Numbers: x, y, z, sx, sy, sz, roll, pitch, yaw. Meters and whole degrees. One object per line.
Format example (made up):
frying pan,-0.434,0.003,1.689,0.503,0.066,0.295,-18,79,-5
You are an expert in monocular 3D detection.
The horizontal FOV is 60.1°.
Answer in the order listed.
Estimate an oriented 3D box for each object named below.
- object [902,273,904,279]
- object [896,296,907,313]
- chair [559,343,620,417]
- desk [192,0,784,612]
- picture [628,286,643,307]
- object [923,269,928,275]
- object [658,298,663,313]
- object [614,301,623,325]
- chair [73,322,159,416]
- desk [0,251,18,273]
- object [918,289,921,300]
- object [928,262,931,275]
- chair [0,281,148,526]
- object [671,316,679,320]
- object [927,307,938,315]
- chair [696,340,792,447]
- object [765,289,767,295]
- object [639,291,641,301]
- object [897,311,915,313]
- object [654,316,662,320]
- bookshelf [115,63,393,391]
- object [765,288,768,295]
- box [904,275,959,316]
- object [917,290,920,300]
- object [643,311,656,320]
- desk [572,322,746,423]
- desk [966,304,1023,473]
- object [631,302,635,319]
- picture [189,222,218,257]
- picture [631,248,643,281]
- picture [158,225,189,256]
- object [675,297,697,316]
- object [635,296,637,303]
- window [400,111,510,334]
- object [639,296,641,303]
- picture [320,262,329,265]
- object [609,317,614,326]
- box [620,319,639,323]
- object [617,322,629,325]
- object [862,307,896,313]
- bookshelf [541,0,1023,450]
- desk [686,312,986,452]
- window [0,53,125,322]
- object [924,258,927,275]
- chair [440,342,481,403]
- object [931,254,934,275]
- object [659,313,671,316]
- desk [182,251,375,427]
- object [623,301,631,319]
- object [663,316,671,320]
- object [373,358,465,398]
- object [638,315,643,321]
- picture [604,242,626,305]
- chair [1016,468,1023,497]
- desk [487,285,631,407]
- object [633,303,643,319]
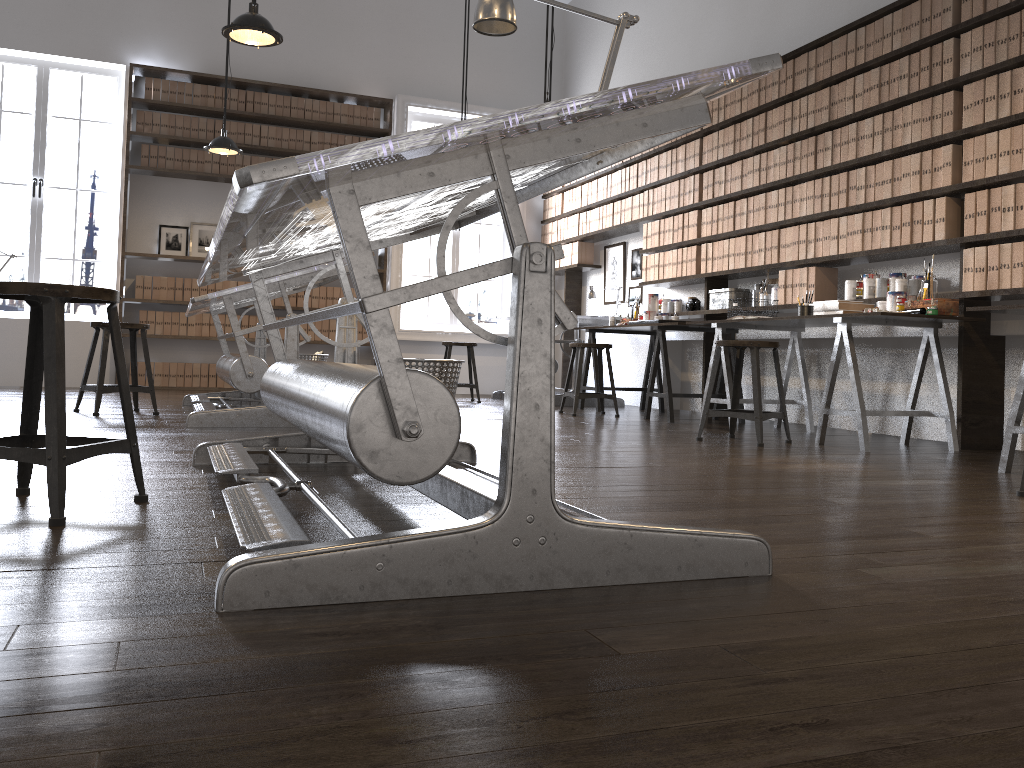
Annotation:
object,2.160,-0.542,4.878,0.029,0.135,0.004,2,-2,-25
object,1.989,-0.392,4.522,0.049,0.112,0.049,2,-1,-17
chair,0.566,-0.029,6.436,0.358,0.528,0.371,2,0,-13
desk,-0.227,-0.378,2.319,1.076,1.388,2.069,2,1,-21
picture,1.130,-0.801,8.093,0.023,0.183,0.251,2,0,-21
object,2.068,-0.500,4.417,0.038,0.153,0.008,1,-2,28
object,1.248,-0.644,7.387,0.051,0.140,0.050,2,-1,-23
object,0.880,-0.568,7.319,0.068,0.230,0.069,2,-1,-24
chair,-2.260,-0.085,5.089,0.371,0.528,0.358,2,-1,-43
desk,-4.280,-0.526,6.406,1.170,1.190,1.269,2,0,-21
object,2.064,-0.410,4.496,0.005,0.148,0.033,2,-1,-22
object,2.076,-0.512,4.410,0.008,0.186,0.071,1,-1,21
chair,-1.098,0.037,2.073,0.358,0.528,0.371,2,0,7
object,1.259,-0.475,6.832,0.062,0.094,0.062,2,-1,28
object,2.020,-0.349,4.254,0.049,0.037,0.049,2,1,-17
chair,1.207,0.044,4.568,0.372,0.528,0.358,2,-1,42
object,1.721,-0.583,5.990,0.004,0.127,0.028,2,-1,-23
object,1.035,-0.644,7.184,0.021,0.228,0.007,2,-1,-9
object,1.885,-0.347,4.345,0.171,0.017,0.011,3,0,37
object,1.137,-0.481,6.894,0.062,0.094,0.062,2,-1,19
bookshelf,-2.503,-1.078,8.745,2.471,3.728,0.412,2,-1,-21
object,1.728,-0.590,5.988,0.008,0.125,0.041,3,-1,-32
box,2.073,-0.438,4.378,0.137,0.207,0.212,2,0,-21
object,2.056,-0.411,4.503,0.005,0.130,0.040,2,-1,-23
object,1.086,-0.504,6.992,0.104,0.142,0.105,2,0,-29
desk,1.074,-0.091,6.636,0.655,0.670,1.669,2,1,-21
desk,2.470,0.056,2.989,0.655,0.670,1.669,2,1,-21
object,1.026,-0.564,7.374,0.068,0.230,0.069,2,-1,-24
picture,-2.915,-1.382,8.622,0.415,0.366,0.083,2,-1,-21
picture,1.145,-1.094,8.091,0.022,0.285,0.201,2,-1,-22
picture,-3.254,-1.366,8.513,0.266,0.315,0.058,2,-1,-21
object,1.384,-0.607,6.987,0.107,0.162,0.235,2,0,35
object,1.018,-0.624,7.189,0.008,0.186,0.071,2,-1,-20
window,-0.592,-1.682,9.406,1.244,2.312,0.153,2,-1,-21
object,1.029,-0.630,7.172,0.006,0.193,0.055,2,-1,-22
picture,-1.986,-1.322,8.934,0.289,0.291,0.127,2,-1,-21
object,0.841,-0.509,7.378,0.068,0.104,0.068,2,-1,-16
box,0.990,-0.490,7.203,0.137,0.083,0.212,2,1,-21
object,0.878,-0.466,7.002,0.132,0.050,0.197,2,1,8
object,1.854,-0.363,4.451,0.197,0.050,0.132,3,2,40
bookshelf,2.092,-0.574,5.338,0.373,3.209,9.181,2,1,-21
desk,1.704,-0.024,4.989,0.655,0.670,1.669,2,1,-21
window,-4.335,-1.762,8.104,1.481,2.500,0.153,2,-1,-21
object,2.072,-0.525,4.428,0.007,0.214,0.055,2,-1,-14
chair,-0.467,-0.100,7.765,0.358,0.528,0.371,2,0,-13
object,2.093,-0.532,4.416,0.020,0.228,0.007,2,-1,10
object,1.203,-0.494,6.985,0.094,0.128,0.095,2,0,-17
desk,-1.425,-0.504,5.450,1.076,1.388,2.281,2,1,-21
object,0.947,-0.570,7.344,0.068,0.238,0.069,2,-1,-24
object,1.198,-0.477,6.858,0.062,0.093,0.063,2,-1,28
object,-0.363,0.091,3.419,0.353,0.378,0.353,2,0,1
object,1.025,-0.493,7.040,0.049,0.112,0.049,2,-1,-24
picture,0.984,-1.053,8.475,0.040,0.575,0.415,2,-1,-21
chair,1.879,0.113,2.886,0.358,0.528,0.371,2,-1,37
desk,0.468,-0.372,8.157,1.070,1.099,1.269,2,0,-21
object,1.158,-0.596,7.178,0.345,0.146,0.077,2,-1,2
